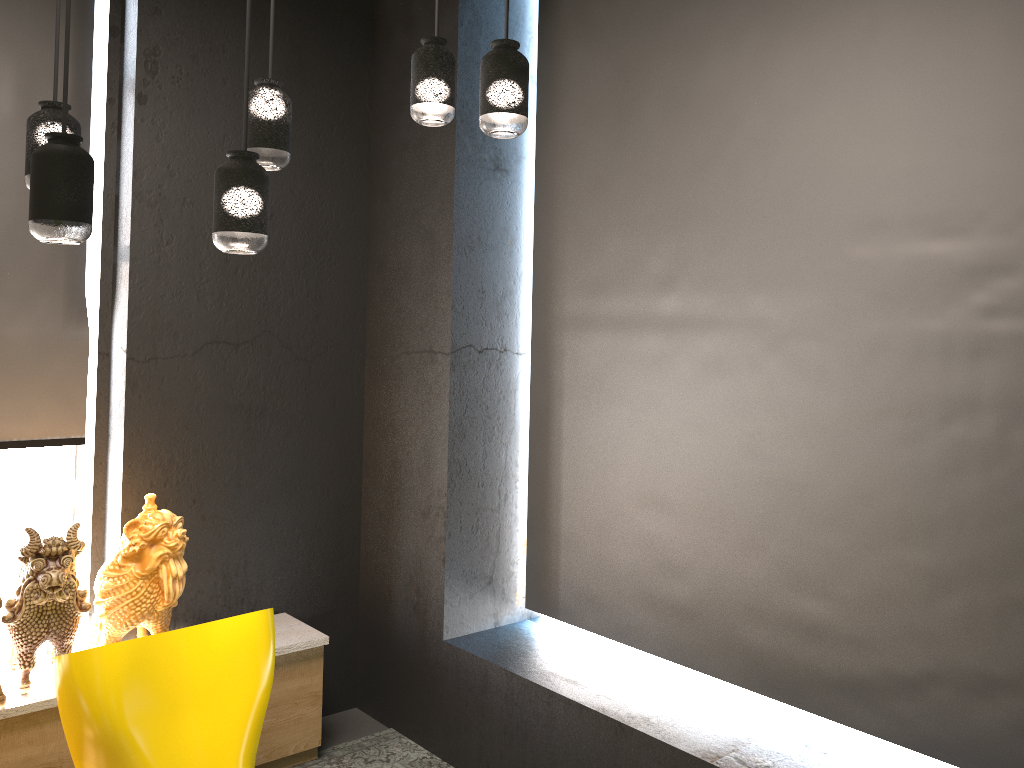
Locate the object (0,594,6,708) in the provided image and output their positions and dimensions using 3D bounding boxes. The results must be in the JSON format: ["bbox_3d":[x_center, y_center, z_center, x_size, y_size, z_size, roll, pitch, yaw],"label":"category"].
[{"bbox_3d":[-1.850,0.791,2.982,0.249,0.546,0.475,2,0,-33],"label":"object"}]

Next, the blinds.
[{"bbox_3d":[-4.270,-0.597,0.905,12.705,3.313,3.525,0,1,-20],"label":"blinds"}]

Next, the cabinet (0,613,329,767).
[{"bbox_3d":[-1.926,1.318,2.910,2.728,0.530,0.404,-1,2,-41],"label":"cabinet"}]

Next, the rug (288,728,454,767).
[{"bbox_3d":[-1.043,1.639,2.125,3.594,0.010,2.192,-1,4,-41],"label":"rug"}]

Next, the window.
[{"bbox_3d":[-2.780,-0.580,3.183,2.306,3.171,0.051,1,-1,-41],"label":"window"}]

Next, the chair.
[{"bbox_3d":[-0.881,1.179,2.548,1.070,0.897,0.657,2,1,44],"label":"chair"}]

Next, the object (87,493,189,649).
[{"bbox_3d":[-1.411,0.723,3.302,0.307,0.655,0.469,2,0,-36],"label":"object"}]

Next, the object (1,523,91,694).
[{"bbox_3d":[-1.663,0.762,3.103,0.430,0.580,0.271,1,0,42],"label":"object"}]

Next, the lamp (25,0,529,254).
[{"bbox_3d":[-0.200,-1.389,1.189,2.844,2.275,2.676,1,1,3],"label":"lamp"}]
